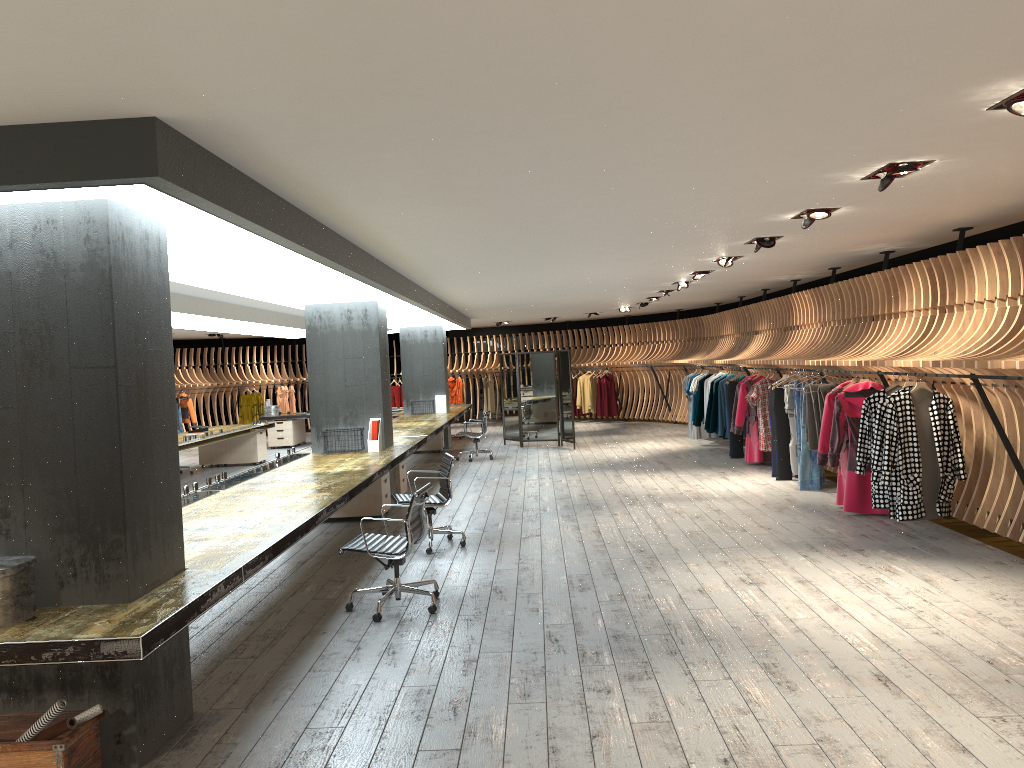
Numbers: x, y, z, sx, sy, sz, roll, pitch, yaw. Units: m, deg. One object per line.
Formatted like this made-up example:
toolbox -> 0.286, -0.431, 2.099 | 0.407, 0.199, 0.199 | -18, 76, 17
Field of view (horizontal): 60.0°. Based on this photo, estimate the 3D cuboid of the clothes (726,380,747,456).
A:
clothes -> 3.734, 0.601, 14.268 | 0.539, 1.352, 0.087 | -3, 1, 26

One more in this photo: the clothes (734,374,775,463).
clothes -> 3.688, 0.509, 13.028 | 0.839, 1.312, 0.321 | -3, 1, 11

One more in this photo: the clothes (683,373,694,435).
clothes -> 3.814, 0.495, 17.853 | 0.677, 1.434, 0.204 | -3, 1, -9

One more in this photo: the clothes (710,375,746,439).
clothes -> 3.741, 0.380, 14.863 | 0.913, 1.081, 0.238 | -3, 1, 1

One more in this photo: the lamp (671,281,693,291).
lamp -> 2.577, -1.567, 13.441 | 0.269, 0.301, 0.493 | -3, 1, 2

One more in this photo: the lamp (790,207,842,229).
lamp -> 2.412, -1.398, 7.063 | 0.269, 0.294, 0.493 | -3, 1, 2

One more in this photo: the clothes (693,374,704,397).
clothes -> 3.815, 0.268, 16.931 | 0.743, 0.960, 0.167 | -3, 1, -5

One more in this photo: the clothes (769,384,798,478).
clothes -> 3.651, 0.671, 11.684 | 0.539, 1.352, 0.087 | -2, 1, 41

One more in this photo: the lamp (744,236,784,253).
lamp -> 2.453, -1.443, 8.658 | 0.269, 0.291, 0.493 | -3, 1, 2

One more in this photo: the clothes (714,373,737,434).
clothes -> 3.749, 0.348, 14.987 | 0.715, 1.087, 0.257 | -3, 1, -3

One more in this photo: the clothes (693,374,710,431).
clothes -> 3.773, 0.343, 16.369 | 0.913, 1.081, 0.238 | -3, 1, 1

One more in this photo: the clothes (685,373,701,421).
clothes -> 3.732, 0.268, 17.128 | 0.738, 0.971, 0.167 | -3, 1, 10

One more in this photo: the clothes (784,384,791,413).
clothes -> 3.618, 0.570, 11.277 | 0.273, 1.143, 0.170 | -3, 1, 34

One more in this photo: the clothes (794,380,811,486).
clothes -> 3.623, 0.707, 10.921 | 0.277, 1.542, 0.316 | -3, 1, 0

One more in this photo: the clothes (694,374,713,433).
clothes -> 3.768, 0.348, 16.159 | 0.913, 1.081, 0.238 | -3, 1, 6

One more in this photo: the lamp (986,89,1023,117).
lamp -> 2.330, -1.312, 3.875 | 0.269, 0.294, 0.493 | -3, 1, 2

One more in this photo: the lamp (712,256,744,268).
lamp -> 2.494, -1.489, 10.252 | 0.269, 0.284, 0.493 | -3, 1, 2

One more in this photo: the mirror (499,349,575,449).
mirror -> 0.506, 0.299, 17.578 | 2.111, 1.892, 0.443 | -2, 1, 43

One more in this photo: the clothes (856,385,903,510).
clothes -> 3.549, 0.587, 8.126 | 0.772, 1.160, 0.191 | -3, 1, 22

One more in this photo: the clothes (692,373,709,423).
clothes -> 3.743, 0.266, 16.527 | 0.734, 0.937, 0.164 | -3, 1, 5

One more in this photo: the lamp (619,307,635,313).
lamp -> 2.529, -1.734, 19.807 | 0.269, 0.287, 0.492 | -3, 1, -18

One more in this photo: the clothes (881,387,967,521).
clothes -> 3.536, 0.601, 7.610 | 0.773, 1.160, 0.191 | -3, 1, -8

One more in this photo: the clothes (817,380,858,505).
clothes -> 3.589, 0.617, 9.181 | 0.839, 1.312, 0.321 | -3, 1, 21

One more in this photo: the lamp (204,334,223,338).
lamp -> -7.329, -1.273, 21.948 | 0.269, 0.293, 0.493 | -2, 1, 34

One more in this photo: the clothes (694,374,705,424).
clothes -> 3.764, 0.275, 16.713 | 0.743, 0.950, 0.167 | -3, 1, -15

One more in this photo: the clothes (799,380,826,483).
clothes -> 3.650, 0.596, 10.772 | 0.277, 1.291, 0.316 | -3, 1, -35

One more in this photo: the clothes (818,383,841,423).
clothes -> 3.693, 0.375, 10.161 | 0.336, 0.776, 0.255 | -3, 1, 17

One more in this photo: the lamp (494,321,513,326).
lamp -> -0.249, -1.683, 23.533 | 0.492, 0.292, 0.269 | -2, 1, 34

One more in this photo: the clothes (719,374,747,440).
clothes -> 3.738, 0.360, 14.548 | 0.715, 1.087, 0.257 | -3, 1, 7

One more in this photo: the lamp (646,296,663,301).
lamp -> 2.660, -1.656, 16.629 | 0.269, 0.294, 0.493 | -3, 1, 2

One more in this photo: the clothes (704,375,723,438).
clothes -> 3.743, 0.371, 15.219 | 0.913, 1.081, 0.238 | -3, 1, 6

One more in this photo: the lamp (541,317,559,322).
lamp -> 0.999, -1.722, 22.555 | 0.269, 0.294, 0.492 | -4, 1, -43

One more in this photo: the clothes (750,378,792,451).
clothes -> 3.637, 0.420, 12.186 | 0.760, 1.030, 0.179 | -3, 1, -13

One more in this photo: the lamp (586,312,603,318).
lamp -> 1.948, -1.739, 21.284 | 0.269, 0.292, 0.492 | -4, 1, -31

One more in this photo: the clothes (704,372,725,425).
clothes -> 3.720, 0.345, 15.553 | 0.733, 1.106, 0.165 | -3, 1, 1

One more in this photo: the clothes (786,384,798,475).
clothes -> 3.602, 0.571, 11.171 | 0.278, 1.141, 0.172 | -3, 1, 9

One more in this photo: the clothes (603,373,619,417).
clothes -> 2.529, 0.279, 22.831 | 0.444, 1.128, 0.126 | -3, 1, -26

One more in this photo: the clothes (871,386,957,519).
clothes -> 3.555, 0.594, 7.834 | 0.773, 1.160, 0.191 | -3, 1, 2

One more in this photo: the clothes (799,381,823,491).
clothes -> 3.597, 0.723, 10.629 | 0.373, 1.536, 0.312 | -3, 1, 13

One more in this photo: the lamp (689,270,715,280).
lamp -> 2.536, -1.526, 11.846 | 0.269, 0.296, 0.493 | -3, 1, 2

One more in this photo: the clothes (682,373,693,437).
clothes -> 3.817, 0.491, 17.994 | 0.677, 1.434, 0.204 | -3, 1, 16

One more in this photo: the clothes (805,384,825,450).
clothes -> 3.575, 0.383, 10.338 | 0.278, 0.767, 0.263 | -3, 1, 9

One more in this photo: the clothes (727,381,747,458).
clothes -> 3.711, 0.607, 14.077 | 0.539, 1.352, 0.087 | -3, 0, 6

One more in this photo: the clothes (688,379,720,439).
clothes -> 3.805, 0.503, 17.577 | 0.677, 1.434, 0.204 | -3, 1, -14

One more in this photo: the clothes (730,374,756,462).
clothes -> 3.697, 0.502, 13.318 | 0.840, 1.312, 0.321 | -3, 1, 1

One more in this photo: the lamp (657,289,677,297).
lamp -> 2.618, -1.617, 15.035 | 0.269, 0.286, 0.493 | -3, 1, 2

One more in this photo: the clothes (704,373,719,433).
clothes -> 3.782, 0.337, 15.742 | 0.733, 1.106, 0.165 | -3, 1, 6

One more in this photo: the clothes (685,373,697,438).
clothes -> 3.809, 0.499, 17.713 | 0.677, 1.434, 0.204 | -3, 1, 16

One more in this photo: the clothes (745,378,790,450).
clothes -> 3.659, 0.416, 12.408 | 0.760, 1.020, 0.188 | -3, 1, 2

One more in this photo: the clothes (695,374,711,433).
clothes -> 3.777, 0.346, 16.246 | 0.913, 1.081, 0.238 | -3, 1, 1

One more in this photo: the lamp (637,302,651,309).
lamp -> 2.698, -1.700, 18.224 | 0.269, 0.291, 0.493 | -3, 1, -3

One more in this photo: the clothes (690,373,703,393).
clothes -> 3.783, 0.254, 16.983 | 0.743, 0.931, 0.158 | -3, 1, 6

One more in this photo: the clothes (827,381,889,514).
clothes -> 3.582, 0.625, 8.892 | 0.839, 1.312, 0.321 | -3, 1, 31

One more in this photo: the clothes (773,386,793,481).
clothes -> 3.663, 0.676, 11.481 | 0.539, 1.352, 0.087 | -3, 0, 1

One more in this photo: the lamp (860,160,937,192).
lamp -> 2.371, -1.354, 5.469 | 0.269, 0.295, 0.493 | -3, 1, 2
